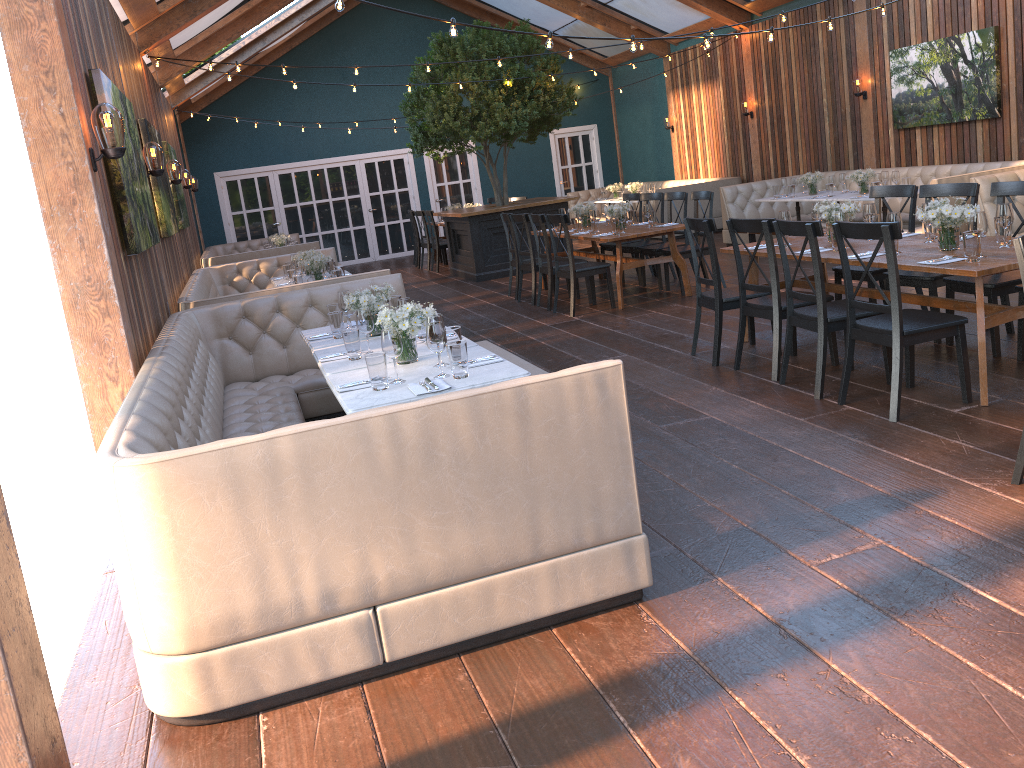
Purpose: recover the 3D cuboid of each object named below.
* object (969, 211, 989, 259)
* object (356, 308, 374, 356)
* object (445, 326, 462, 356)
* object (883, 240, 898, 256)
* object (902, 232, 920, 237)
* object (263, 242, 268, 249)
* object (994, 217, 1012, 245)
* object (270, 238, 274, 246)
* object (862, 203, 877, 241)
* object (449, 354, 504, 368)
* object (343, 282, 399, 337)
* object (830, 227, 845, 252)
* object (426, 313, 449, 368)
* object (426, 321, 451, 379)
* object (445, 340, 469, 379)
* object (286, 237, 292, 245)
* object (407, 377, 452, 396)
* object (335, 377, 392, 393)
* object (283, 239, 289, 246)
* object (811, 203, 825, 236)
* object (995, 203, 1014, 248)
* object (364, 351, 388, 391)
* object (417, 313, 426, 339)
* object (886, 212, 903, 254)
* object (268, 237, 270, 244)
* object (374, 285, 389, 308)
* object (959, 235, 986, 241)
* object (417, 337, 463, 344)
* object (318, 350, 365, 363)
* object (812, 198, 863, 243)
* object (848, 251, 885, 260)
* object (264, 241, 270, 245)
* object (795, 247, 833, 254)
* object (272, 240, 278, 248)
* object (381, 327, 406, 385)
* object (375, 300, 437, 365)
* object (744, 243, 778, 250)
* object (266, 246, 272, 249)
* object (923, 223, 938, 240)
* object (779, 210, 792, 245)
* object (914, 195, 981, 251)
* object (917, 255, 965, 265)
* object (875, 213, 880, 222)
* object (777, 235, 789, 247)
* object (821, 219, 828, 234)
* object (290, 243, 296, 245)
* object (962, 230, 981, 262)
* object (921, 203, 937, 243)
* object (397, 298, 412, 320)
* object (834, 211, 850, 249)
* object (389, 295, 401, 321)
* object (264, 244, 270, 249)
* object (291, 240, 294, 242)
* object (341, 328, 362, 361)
[{"bbox_3d":[2.492,-0.795,4.720,0.092,0.242,0.093,-3,12,26],"label":"object"},{"bbox_3d":[-0.768,-0.275,4.669,0.092,0.242,0.093,-3,12,26],"label":"object"},{"bbox_3d":[-0.280,-0.192,4.235,0.092,0.156,0.092,-14,13,-29],"label":"object"},{"bbox_3d":[2.218,-0.827,5.182,0.091,0.156,0.093,-6,11,10],"label":"object"},{"bbox_3d":[2.610,-1.005,5.980,0.256,0.019,0.159,-12,14,-16],"label":"object"},{"bbox_3d":[-4.257,-2.366,15.319,0.092,0.156,0.092,-14,13,-29],"label":"object"},{"bbox_3d":[2.804,-0.875,5.049,0.091,0.156,0.093,-6,11,10],"label":"object"},{"bbox_3d":[-3.948,-2.291,14.663,0.092,0.242,0.093,-1,12,31],"label":"object"},{"bbox_3d":[2.427,-1.099,5.995,0.092,0.242,0.093,-3,12,26],"label":"object"},{"bbox_3d":[-0.176,-0.104,4.110,0.256,0.019,0.159,-12,14,-16],"label":"object"},{"bbox_3d":[-0.836,-0.439,5.237,0.328,0.306,0.341,-7,12,6],"label":"object"},{"bbox_3d":[2.096,-0.933,5.688,0.091,0.156,0.093,-6,11,10],"label":"object"},{"bbox_3d":[-0.348,-0.204,4.141,0.092,0.242,0.093,-3,12,26],"label":"object"},{"bbox_3d":[-0.327,-0.150,3.910,0.092,0.242,0.093,-3,12,26],"label":"object"},{"bbox_3d":[-0.233,-0.105,3.852,0.092,0.156,0.092,-14,13,-29],"label":"object"},{"bbox_3d":[-3.564,-2.219,14.156,0.092,0.242,0.093,-1,12,31],"label":"object"},{"bbox_3d":[-0.359,0.003,3.774,0.158,0.019,0.257,-12,14,-15],"label":"object"},{"bbox_3d":[-0.667,-0.007,3.988,0.256,0.019,0.159,-12,14,-16],"label":"object"},{"bbox_3d":[-3.547,-2.162,13.914,0.092,0.242,0.093,-1,12,31],"label":"object"},{"bbox_3d":[2.269,-1.216,6.558,0.092,0.242,0.093,-1,12,31],"label":"object"},{"bbox_3d":[2.755,-0.887,4.945,0.092,0.242,0.093,-3,12,26],"label":"object"},{"bbox_3d":[-0.582,-0.053,3.839,0.092,0.156,0.092,-14,13,-29],"label":"object"},{"bbox_3d":[-0.507,-0.335,4.944,0.092,0.156,0.092,-14,13,-29],"label":"object"},{"bbox_3d":[2.276,-0.898,5.260,0.092,0.242,0.093,-3,12,26],"label":"object"},{"bbox_3d":[-4.194,-2.443,15.422,0.092,0.242,0.093,-3,12,26],"label":"object"},{"bbox_3d":[-0.818,-0.499,5.607,0.092,0.242,0.093,-1,12,31],"label":"object"},{"bbox_3d":[2.785,-0.909,5.487,0.256,0.019,0.159,-12,14,-16],"label":"object"},{"bbox_3d":[-0.403,-0.247,4.819,0.256,0.019,0.159,-12,14,-16],"label":"object"},{"bbox_3d":[-0.911,-0.158,4.740,0.256,0.019,0.159,-12,14,-16],"label":"object"},{"bbox_3d":[2.244,-1.135,6.108,0.328,0.306,0.341,-4,13,18],"label":"object"},{"bbox_3d":[2.133,-0.780,5.331,0.256,0.019,0.159,-12,14,-16],"label":"object"},{"bbox_3d":[-4.341,-2.450,15.711,0.092,0.156,0.092,-14,13,-29],"label":"object"},{"bbox_3d":[2.011,-0.886,5.837,0.256,0.019,0.159,-12,14,-16],"label":"object"},{"bbox_3d":[-3.724,-2.143,13.936,0.092,0.242,0.093,-1,12,31],"label":"object"},{"bbox_3d":[-0.524,-0.125,3.918,0.092,0.242,0.093,-3,12,26],"label":"object"},{"bbox_3d":[-0.528,-0.262,4.343,0.332,0.306,0.337,-18,16,-41],"label":"object"},{"bbox_3d":[1.819,-0.999,6.398,0.256,0.019,0.159,-12,14,-16],"label":"object"},{"bbox_3d":[-3.790,-2.065,13.833,0.092,0.156,0.092,-14,13,-29],"label":"object"},{"bbox_3d":[2.663,-0.996,5.622,0.091,0.156,0.093,-6,11,10],"label":"object"},{"bbox_3d":[1.959,-1.118,6.334,0.092,0.242,0.093,-1,12,31],"label":"object"},{"bbox_3d":[2.514,-0.925,5.100,0.336,0.306,0.333,2,16,40],"label":"object"},{"bbox_3d":[2.340,-0.675,4.783,0.256,0.019,0.159,-12,14,-16],"label":"object"},{"bbox_3d":[2.491,-1.091,6.106,0.091,0.156,0.093,-6,11,10],"label":"object"},{"bbox_3d":[1.907,-1.044,6.240,0.092,0.156,0.093,-2,13,30],"label":"object"},{"bbox_3d":[2.345,-1.210,6.673,0.091,0.156,0.093,-4,12,20],"label":"object"},{"bbox_3d":[-3.419,-2.120,13.848,0.092,0.156,0.092,-14,13,-29],"label":"object"},{"bbox_3d":[2.412,-0.721,4.639,0.091,0.156,0.093,-6,11,10],"label":"object"},{"bbox_3d":[2.599,-1.005,5.514,0.092,0.242,0.093,-3,12,26],"label":"object"},{"bbox_3d":[-0.575,-0.346,4.850,0.092,0.242,0.093,-3,12,26],"label":"object"},{"bbox_3d":[2.154,-1.004,5.766,0.092,0.242,0.093,-3,12,26],"label":"object"},{"bbox_3d":[-0.749,-0.487,5.700,0.092,0.156,0.092,-14,13,-29],"label":"object"},{"bbox_3d":[-4.031,-2.216,14.583,0.092,0.156,0.092,-14,13,-29],"label":"object"},{"bbox_3d":[-3.716,-2.353,14.966,0.092,0.156,0.092,-14,13,-29],"label":"object"},{"bbox_3d":[-0.826,-0.204,4.591,0.092,0.156,0.092,-14,13,-29],"label":"object"}]
